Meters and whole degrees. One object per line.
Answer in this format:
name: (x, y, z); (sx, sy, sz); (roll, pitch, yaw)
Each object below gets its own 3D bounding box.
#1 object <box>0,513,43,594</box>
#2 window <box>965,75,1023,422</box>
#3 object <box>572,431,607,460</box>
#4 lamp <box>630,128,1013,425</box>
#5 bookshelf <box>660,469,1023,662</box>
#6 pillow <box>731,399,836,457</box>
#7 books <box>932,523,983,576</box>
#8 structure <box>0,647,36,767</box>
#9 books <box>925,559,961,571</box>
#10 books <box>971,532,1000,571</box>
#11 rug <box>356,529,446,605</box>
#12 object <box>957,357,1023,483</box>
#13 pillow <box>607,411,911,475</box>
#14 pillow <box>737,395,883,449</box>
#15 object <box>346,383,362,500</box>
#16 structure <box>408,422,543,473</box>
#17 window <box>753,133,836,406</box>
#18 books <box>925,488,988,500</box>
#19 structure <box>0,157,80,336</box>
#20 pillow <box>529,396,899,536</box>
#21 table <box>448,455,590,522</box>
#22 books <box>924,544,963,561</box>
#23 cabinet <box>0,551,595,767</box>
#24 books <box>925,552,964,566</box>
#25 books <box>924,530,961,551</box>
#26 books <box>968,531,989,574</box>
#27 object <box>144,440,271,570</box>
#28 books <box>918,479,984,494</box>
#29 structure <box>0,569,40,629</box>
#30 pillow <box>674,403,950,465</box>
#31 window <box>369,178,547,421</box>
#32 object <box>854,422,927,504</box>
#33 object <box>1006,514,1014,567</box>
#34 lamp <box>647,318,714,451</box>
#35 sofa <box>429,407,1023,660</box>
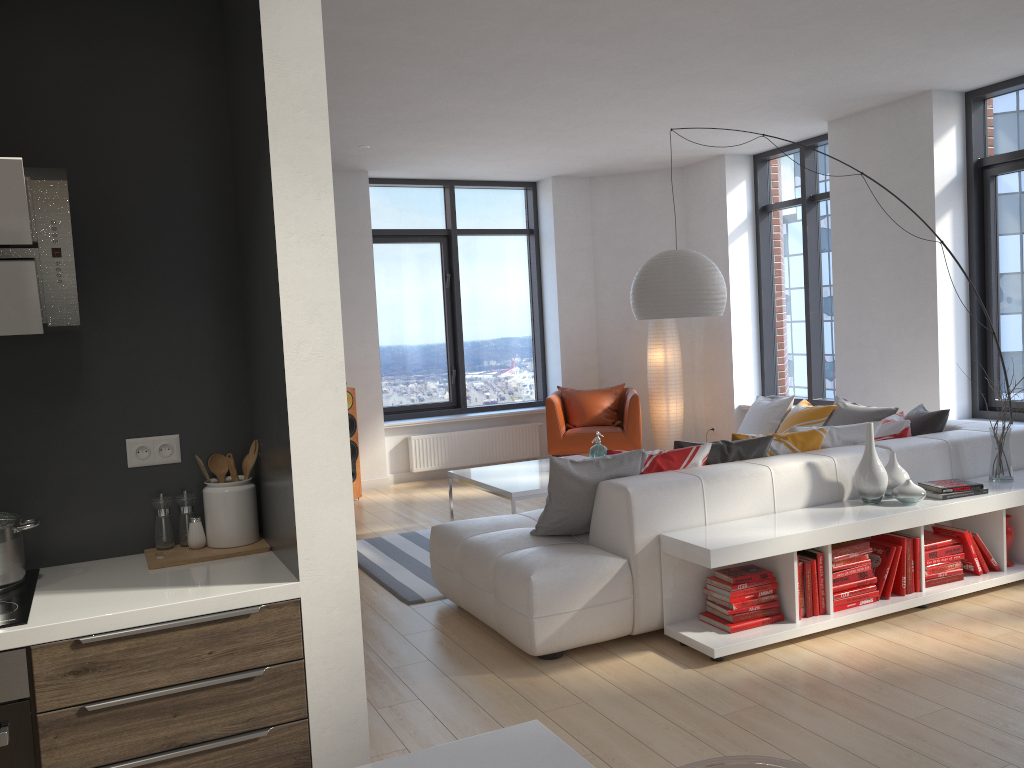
object: (-1.413, 0.420, 2.274); (0.315, 0.223, 0.288); (-2, 4, 16)
window: (3.737, -0.926, 6.020); (0.170, 2.402, 1.310); (-5, 4, -25)
object: (0.526, 0.466, 6.139); (0.330, 0.265, 0.330); (-3, 4, -1)
lamp: (2.351, -0.336, 5.439); (3.199, 2.647, 0.710); (-2, 4, 11)
bookshelf: (1.925, 0.829, 4.387); (2.600, 0.500, 0.356); (-5, 4, -25)
pillow: (1.710, 0.394, 5.609); (0.630, 0.440, 2.095); (-2, 4, 22)
books: (2.280, 0.847, 4.544); (0.134, 0.248, 0.192); (-5, 4, -25)
structure: (-1.436, 0.892, 2.088); (0.587, 0.588, 0.584); (-5, 4, -25)
books: (2.097, 0.890, 4.461); (0.236, 0.023, 0.178); (-5, 4, -25)
books: (2.377, 0.854, 4.583); (0.186, 0.223, 0.188); (-5, 4, -25)
rug: (0.122, 1.070, 6.004); (2.326, 0.016, 1.662); (-5, 4, -25)
object: (2.644, 0.148, 4.681); (0.406, 0.744, 0.607); (-2, 4, 15)
pillow: (1.469, 0.462, 4.894); (2.250, 0.449, 0.575); (-5, 4, -28)
pillow: (1.780, 0.353, 5.918); (0.580, 0.456, 2.156); (-3, 4, 1)
object: (-1.610, 0.506, 7.913); (0.434, 1.088, 0.290); (-1, 4, 35)
structure: (-0.336, 0.683, 9.012); (1.474, 0.460, 0.110); (-5, 4, -25)
window: (2.750, -1.002, 8.097); (0.170, 2.402, 1.310); (-5, 4, -25)
books: (2.209, 0.542, 4.514); (0.300, 0.026, 0.245); (-4, 4, -20)
structure: (-1.570, -0.603, 2.118); (0.898, 0.998, 0.407); (-5, 4, -25)
pillow: (1.238, 0.428, 5.150); (2.953, 0.453, 0.647); (-6, 4, -37)
table: (0.268, 0.827, 6.200); (1.091, 0.435, 1.091); (-5, 4, -25)
books: (2.091, 0.831, 4.479); (0.279, 0.039, 0.206); (-5, 4, -26)
cabinet: (-0.749, 0.232, 0.166); (2.402, 2.501, 4.694); (-5, 4, -25)
books: (2.102, 0.864, 4.468); (0.261, 0.027, 0.191); (-4, 4, -21)
books: (2.073, 0.795, 4.497); (0.301, 0.032, 0.227); (-5, 4, -25)
books: (2.326, 0.852, 4.559); (0.148, 0.232, 0.171); (-5, 4, -24)
object: (-0.896, 0.333, 2.574); (0.330, 0.316, 0.221); (-5, 4, -25)
books: (2.217, 0.517, 4.490); (0.238, 0.027, 0.188); (-4, 4, -12)
structure: (-1.475, 0.549, 2.109); (0.600, 0.006, 0.550); (-5, 4, -25)
pillow: (1.758, 0.411, 5.039); (2.120, 0.436, 0.608); (-5, 4, -29)
window: (-0.590, -0.890, 9.199); (1.960, 2.402, 0.170); (-5, 4, -25)
object: (1.846, 0.383, 4.398); (0.316, 0.398, 0.319); (-3, 4, -1)
object: (2.565, 0.819, 4.659); (0.125, 0.258, 0.125); (0, 5, 42)
lamp: (1.711, 0.044, 8.732); (0.804, 1.550, 0.502); (-1, 4, 25)
sofa: (1.048, 0.684, 5.610); (3.424, 0.732, 2.614); (-5, 4, -25)
